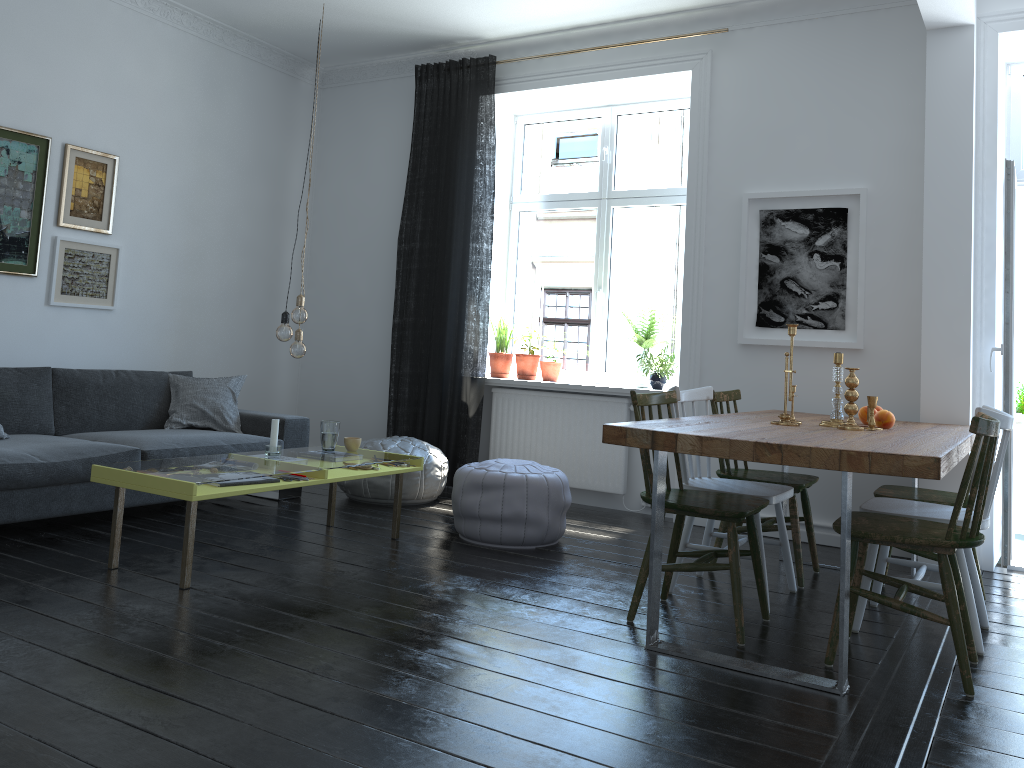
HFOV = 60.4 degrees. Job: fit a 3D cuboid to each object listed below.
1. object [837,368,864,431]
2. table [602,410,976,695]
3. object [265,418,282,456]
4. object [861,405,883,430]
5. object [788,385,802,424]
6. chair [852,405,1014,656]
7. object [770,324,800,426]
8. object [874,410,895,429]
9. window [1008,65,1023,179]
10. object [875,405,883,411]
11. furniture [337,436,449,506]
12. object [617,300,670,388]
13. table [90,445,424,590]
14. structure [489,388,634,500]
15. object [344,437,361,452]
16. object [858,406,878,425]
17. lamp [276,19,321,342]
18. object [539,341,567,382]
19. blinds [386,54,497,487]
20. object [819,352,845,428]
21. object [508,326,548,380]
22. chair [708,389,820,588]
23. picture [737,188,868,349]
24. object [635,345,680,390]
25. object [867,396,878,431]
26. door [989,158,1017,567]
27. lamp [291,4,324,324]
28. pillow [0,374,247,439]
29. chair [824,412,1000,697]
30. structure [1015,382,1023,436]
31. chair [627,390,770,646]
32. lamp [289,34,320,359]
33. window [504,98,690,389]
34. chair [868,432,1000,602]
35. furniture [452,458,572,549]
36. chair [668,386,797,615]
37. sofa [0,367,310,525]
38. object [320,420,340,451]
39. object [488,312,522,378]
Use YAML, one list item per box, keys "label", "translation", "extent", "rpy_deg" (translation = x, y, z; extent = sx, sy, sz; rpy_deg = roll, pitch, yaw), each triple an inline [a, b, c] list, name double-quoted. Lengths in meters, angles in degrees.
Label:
- label: "object"
  translation: [1.355, 0.060, 3.514]
  extent: [0.100, 0.250, 0.100]
  rpy_deg: [6, -5, -35]
- label: "table"
  translation: [1.282, 0.530, 3.587]
  extent: [1.019, 0.721, 2.214]
  rpy_deg: [3, 1, 31]
- label: "object"
  translation: [-1.110, 0.247, 4.112]
  extent: [0.074, 0.175, 0.074]
  rpy_deg: [5, -4, -24]
- label: "object"
  translation: [1.484, 0.131, 3.650]
  extent: [0.102, 0.115, 0.102]
  rpy_deg: [3, -2, 17]
- label: "object"
  translation: [1.183, 0.086, 3.714]
  extent: [0.080, 0.162, 0.079]
  rpy_deg: [4, -4, -12]
- label: "chair"
  translation: [1.587, 0.494, 3.300]
  extent: [0.510, 0.850, 0.462]
  rpy_deg: [1, -4, 31]
- label: "object"
  translation: [1.119, -0.038, 3.590]
  extent: [0.113, 0.414, 0.112]
  rpy_deg: [4, -5, -7]
- label: "object"
  translation: [1.570, 0.151, 3.713]
  extent: [0.084, 0.085, 0.088]
  rpy_deg: [2, -2, 43]
- label: "window"
  translation: [3.310, -1.442, 4.679]
  extent: [1.182, 0.663, 0.105]
  rpy_deg: [3, -4, 31]
- label: "object"
  translation: [1.658, 0.142, 4.013]
  extent: [0.083, 0.091, 0.087]
  rpy_deg: [3, -2, 21]
- label: "furniture"
  translation: [-0.742, 0.526, 5.507]
  extent: [0.680, 0.385, 0.675]
  rpy_deg: [3, 0, 31]
- label: "object"
  translation: [0.869, -0.257, 5.760]
  extent: [0.328, 0.571, 0.390]
  rpy_deg: [4, -3, -6]
- label: "table"
  translation: [-1.063, 0.543, 3.917]
  extent: [0.601, 0.402, 1.392]
  rpy_deg: [3, 1, 31]
- label: "structure"
  translation: [0.311, 0.373, 5.743]
  extent: [1.066, 0.634, 0.072]
  rpy_deg: [3, -4, 31]
- label: "object"
  translation: [-0.809, 0.307, 4.460]
  extent: [0.086, 0.067, 0.087]
  rpy_deg: [4, -1, -31]
- label: "object"
  translation: [1.601, 0.142, 3.952]
  extent: [0.083, 0.089, 0.091]
  rpy_deg: [5, -2, -33]
- label: "lamp"
  translation: [-0.965, -0.939, 3.975]
  extent: [0.086, 1.511, 0.074]
  rpy_deg: [4, -5, -8]
- label: "object"
  translation: [0.280, -0.155, 6.047]
  extent: [0.194, 0.280, 0.175]
  rpy_deg: [3, -3, -2]
- label: "blinds"
  translation: [-0.503, -0.803, 6.138]
  extent: [0.805, 3.002, 0.111]
  rpy_deg: [1, -6, 29]
- label: "object"
  translation: [1.357, 0.024, 3.669]
  extent: [0.140, 0.314, 0.140]
  rpy_deg: [4, -4, -17]
- label: "object"
  translation: [0.119, -0.215, 6.171]
  extent: [0.258, 0.373, 0.233]
  rpy_deg: [1, -4, 43]
- label: "chair"
  translation: [1.162, 0.452, 4.112]
  extent: [0.486, 0.835, 0.463]
  rpy_deg: [1, -4, 29]
- label: "picture"
  translation: [1.654, -0.658, 5.025]
  extent: [0.688, 0.896, 0.082]
  rpy_deg: [2, -5, 31]
- label: "object"
  translation: [0.935, -0.112, 5.573]
  extent: [0.285, 0.297, 0.283]
  rpy_deg: [2, -2, 35]
- label: "object"
  translation: [1.444, 0.119, 3.531]
  extent: [0.049, 0.140, 0.049]
  rpy_deg: [1, -5, 31]
- label: "door"
  translation: [2.603, -0.124, 4.611]
  extent: [0.105, 2.045, 0.580]
  rpy_deg: [0, -6, 37]
- label: "lamp"
  translation: [-0.918, -1.020, 4.032]
  extent: [0.074, 1.511, 0.074]
  rpy_deg: [4, -5, -12]
- label: "pillow"
  translation: [-2.309, 0.044, 4.752]
  extent: [0.479, 0.496, 2.043]
  rpy_deg: [2, 0, 35]
- label: "chair"
  translation: [1.321, 0.500, 2.888]
  extent: [0.486, 0.835, 0.463]
  rpy_deg: [1, -4, 29]
- label: "structure"
  translation: [3.393, 0.161, 5.777]
  extent: [0.572, 0.381, 0.290]
  rpy_deg: [3, -2, 20]
- label: "chair"
  translation: [0.683, 0.450, 3.272]
  extent: [0.486, 0.835, 0.463]
  rpy_deg: [1, -4, 29]
- label: "lamp"
  translation: [-0.929, -0.867, 4.061]
  extent: [0.074, 1.511, 0.088]
  rpy_deg: [7, -6, -35]
- label: "window"
  translation: [0.635, -0.999, 6.201]
  extent: [1.570, 2.005, 0.106]
  rpy_deg: [2, -5, 31]
- label: "chair"
  translation: [1.800, 0.501, 3.729]
  extent: [0.486, 0.835, 0.463]
  rpy_deg: [1, -4, 29]
- label: "furniture"
  translation: [-0.002, 0.607, 4.538]
  extent: [0.616, 0.423, 0.606]
  rpy_deg: [3, 0, 25]
- label: "chair"
  translation: [0.897, 0.442, 3.702]
  extent: [0.510, 0.850, 0.462]
  rpy_deg: [1, -4, 31]
- label: "sofa"
  translation: [-2.265, 0.288, 4.620]
  extent: [1.086, 0.728, 2.359]
  rpy_deg: [3, 1, 31]
- label: "object"
  translation: [-0.918, 0.261, 4.428]
  extent: [0.097, 0.147, 0.097]
  rpy_deg: [4, -3, -9]
- label: "object"
  translation: [-0.053, -0.294, 6.288]
  extent: [0.300, 0.504, 0.331]
  rpy_deg: [3, -3, 14]
